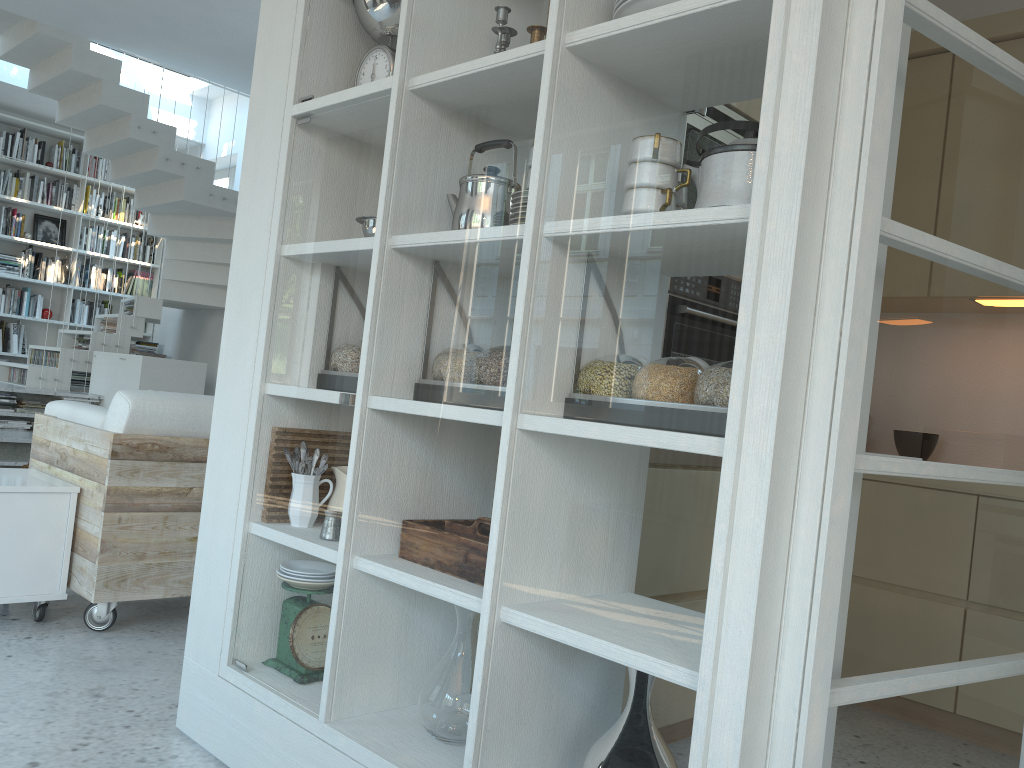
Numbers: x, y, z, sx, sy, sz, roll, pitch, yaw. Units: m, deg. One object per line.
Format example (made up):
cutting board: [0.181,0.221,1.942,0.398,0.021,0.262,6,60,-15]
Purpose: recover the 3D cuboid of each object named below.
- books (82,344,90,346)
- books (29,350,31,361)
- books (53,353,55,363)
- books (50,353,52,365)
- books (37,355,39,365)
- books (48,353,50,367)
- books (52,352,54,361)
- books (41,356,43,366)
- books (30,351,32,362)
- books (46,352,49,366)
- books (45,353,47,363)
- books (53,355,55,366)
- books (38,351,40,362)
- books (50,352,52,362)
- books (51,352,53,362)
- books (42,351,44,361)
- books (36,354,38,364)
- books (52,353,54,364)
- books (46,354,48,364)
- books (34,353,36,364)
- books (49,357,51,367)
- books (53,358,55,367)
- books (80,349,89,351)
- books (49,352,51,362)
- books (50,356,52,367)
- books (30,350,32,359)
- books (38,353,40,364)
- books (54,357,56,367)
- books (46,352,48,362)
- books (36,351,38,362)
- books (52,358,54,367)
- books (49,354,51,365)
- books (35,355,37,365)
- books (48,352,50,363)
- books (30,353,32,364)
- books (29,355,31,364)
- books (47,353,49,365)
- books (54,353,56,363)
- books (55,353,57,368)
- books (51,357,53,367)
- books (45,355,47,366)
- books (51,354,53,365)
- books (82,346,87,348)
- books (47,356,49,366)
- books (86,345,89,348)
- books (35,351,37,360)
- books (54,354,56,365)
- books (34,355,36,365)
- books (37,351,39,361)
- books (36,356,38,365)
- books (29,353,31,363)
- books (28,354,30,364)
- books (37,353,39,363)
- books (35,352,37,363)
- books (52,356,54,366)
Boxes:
books: [-3.771,-0.341,8.063,0.225,0.014,0.184,5,-2,42]
books: [-4.293,-0.238,8.018,0.009,0.125,0.125,6,-1,45]
books: [-3.850,-0.199,7.577,0.010,0.125,0.125,6,-1,45]
books: [-3.899,-0.203,7.626,0.008,0.125,0.125,6,-1,45]
books: [-4.130,-0.223,7.856,0.007,0.125,0.125,6,-1,45]
books: [-3.933,-0.206,7.659,0.012,0.125,0.125,6,-1,45]
books: [-3.870,-0.200,7.597,0.008,0.125,0.125,6,-1,45]
books: [-4.053,-0.217,7.779,0.007,0.125,0.125,6,-1,45]
books: [-4.271,-0.236,7.997,0.009,0.125,0.125,6,-1,45]
books: [-3.962,-0.208,7.688,0.016,0.125,0.125,6,-1,45]
books: [-3.990,-0.211,7.717,0.013,0.125,0.125,6,-1,45]
books: [-3.843,-0.198,7.571,0.008,0.125,0.125,6,-1,45]
books: [-4.119,-0.223,7.846,0.008,0.125,0.125,6,-1,45]
books: [-3.904,-0.203,7.631,0.008,0.125,0.125,6,-1,45]
books: [-3.886,-0.202,7.613,0.009,0.125,0.125,6,-1,45]
books: [-4.047,-0.216,7.774,0.007,0.125,0.125,6,-1,45]
books: [-4.152,-0.225,7.878,0.008,0.125,0.125,6,-1,45]
books: [-3.865,-0.200,7.592,0.008,0.125,0.125,6,-1,45]
books: [-3.969,-0.209,7.696,0.009,0.125,0.125,6,-1,45]
books: [-4.191,-0.229,7.917,0.010,0.125,0.125,6,-1,45]
books: [-3.910,-0.204,7.637,0.007,0.125,0.125,6,-1,45]
books: [-3.838,-0.198,7.565,0.008,0.125,0.125,6,-1,45]
books: [-3.780,-0.296,8.059,0.223,0.004,0.191,5,-2,41]
books: [-3.925,-0.205,7.652,0.018,0.125,0.125,6,-1,45]
books: [-3.893,-0.202,7.620,0.010,0.125,0.125,6,-1,45]
books: [-4.277,-0.236,8.002,0.008,0.125,0.125,6,-1,45]
books: [-4.114,-0.222,7.841,0.008,0.125,0.125,6,-1,45]
books: [-3.822,-0.196,7.549,0.008,0.125,0.125,6,-1,45]
books: [-3.977,-0.210,7.703,0.011,0.125,0.125,6,-1,45]
books: [-4.157,-0.226,7.884,0.008,0.125,0.125,6,-1,45]
books: [-3.855,-0.199,7.582,0.010,0.125,0.125,6,-1,45]
books: [-3.916,-0.204,7.643,0.009,0.125,0.125,6,-1,45]
books: [-4.168,-0.227,7.894,0.007,0.125,0.125,6,-1,45]
books: [-3.940,-0.207,7.666,0.007,0.125,0.125,6,-1,45]
books: [-4.266,-0.235,7.991,0.007,0.125,0.125,6,-1,45]
books: [-4.282,-0.237,8.007,0.007,0.125,0.125,6,-1,45]
books: [-3.951,-0.208,7.678,0.013,0.125,0.125,6,-1,45]
books: [-3.833,-0.197,7.560,0.008,0.125,0.125,6,-1,45]
books: [-3.815,-0.196,7.542,0.011,0.125,0.125,6,-1,45]
books: [-3.875,-0.201,7.602,0.007,0.125,0.125,6,-1,45]
books: [-3.984,-0.211,7.710,0.009,0.125,0.125,6,-1,45]
books: [-3.880,-0.201,7.607,0.007,0.125,0.125,6,-1,45]
books: [-3.772,-0.326,8.063,0.207,0.016,0.175,5,-2,39]
books: [-3.945,-0.207,7.672,0.009,0.125,0.125,6,-1,45]
books: [-3.641,-0.318,7.807,0.172,0.019,0.240,7,-2,-20]
books: [-4.179,-0.228,7.905,0.009,0.125,0.125,6,-1,45]
books: [-3.827,-0.197,7.555,0.007,0.125,0.125,6,-1,45]
books: [-4.185,-0.228,7.911,0.007,0.125,0.125,6,-1,45]
books: [-4.140,-0.224,7.867,0.008,0.125,0.125,6,-1,45]
books: [-4.146,-0.225,7.873,0.008,0.125,0.125,6,-1,45]
books: [-4.287,-0.237,8.013,0.008,0.125,0.125,6,-1,45]
books: [-4.304,-0.239,8.030,0.008,0.125,0.125,6,-1,45]
books: [-4.135,-0.224,7.861,0.007,0.125,0.125,6,-1,45]
books: [-4.174,-0.227,7.900,0.009,0.125,0.125,6,-1,45]
books: [-3.860,-0.200,7.587,0.008,0.125,0.125,6,-1,45]
